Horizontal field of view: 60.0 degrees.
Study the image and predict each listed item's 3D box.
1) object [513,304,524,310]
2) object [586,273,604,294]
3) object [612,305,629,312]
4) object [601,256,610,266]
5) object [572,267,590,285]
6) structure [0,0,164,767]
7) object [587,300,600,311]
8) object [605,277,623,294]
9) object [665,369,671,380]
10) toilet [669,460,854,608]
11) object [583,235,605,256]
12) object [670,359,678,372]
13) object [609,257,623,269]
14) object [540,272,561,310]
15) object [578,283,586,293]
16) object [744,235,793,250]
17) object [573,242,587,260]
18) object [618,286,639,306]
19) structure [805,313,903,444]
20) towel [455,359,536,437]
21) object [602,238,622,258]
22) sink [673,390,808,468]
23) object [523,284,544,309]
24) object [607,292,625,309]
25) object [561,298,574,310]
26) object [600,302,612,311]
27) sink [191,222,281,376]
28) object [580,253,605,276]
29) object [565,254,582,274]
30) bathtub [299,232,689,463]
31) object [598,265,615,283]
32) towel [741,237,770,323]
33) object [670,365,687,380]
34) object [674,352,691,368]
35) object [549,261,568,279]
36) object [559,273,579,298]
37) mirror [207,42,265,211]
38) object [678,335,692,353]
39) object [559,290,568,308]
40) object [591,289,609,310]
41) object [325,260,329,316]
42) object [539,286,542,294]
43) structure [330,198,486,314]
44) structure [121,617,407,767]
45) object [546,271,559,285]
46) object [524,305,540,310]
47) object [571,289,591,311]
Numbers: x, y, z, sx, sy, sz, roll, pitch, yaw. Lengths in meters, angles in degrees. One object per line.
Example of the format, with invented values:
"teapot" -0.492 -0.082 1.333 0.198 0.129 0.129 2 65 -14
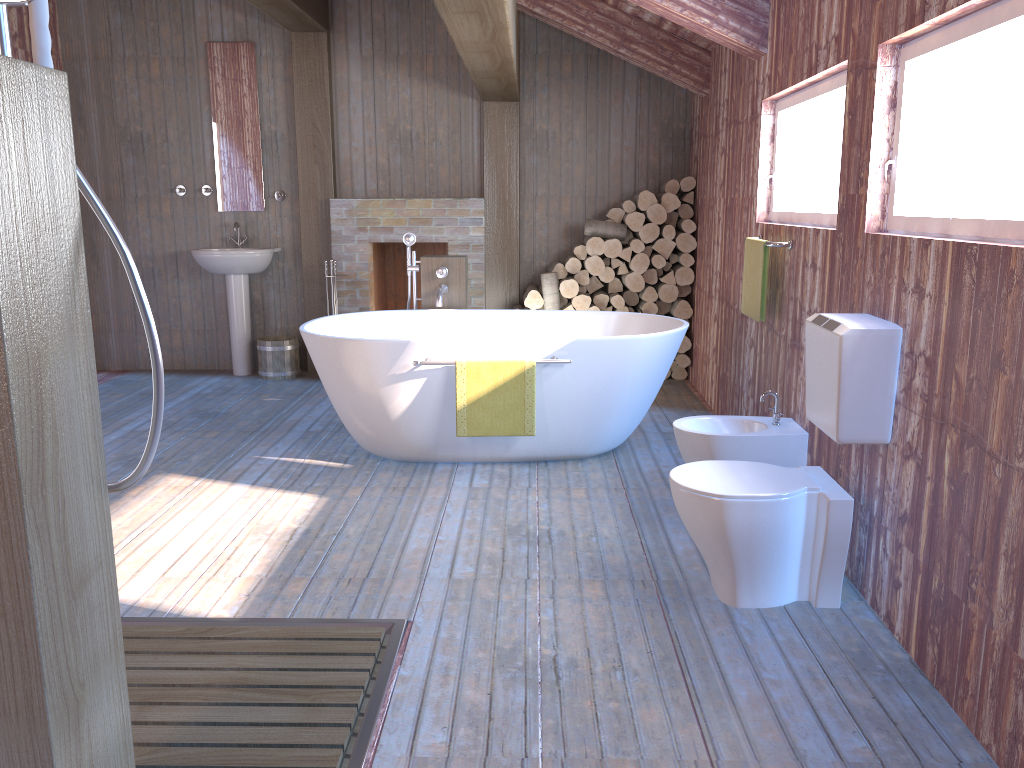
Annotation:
"object" 0.050 -0.524 6.537 0.101 0.103 0.242 0 11 2
"object" 0.601 -0.749 6.523 0.128 0.150 0.323 0 11 2
"object" 0.782 -0.528 6.469 0.111 0.113 0.301 0 11 0
"object" 0.672 -0.887 6.378 0.057 0.061 0.156 0 11 1
"object" 0.498 -0.783 6.430 0.111 0.113 0.301 0 11 1
"structure" -0.831 -0.130 1.513 0.328 2.209 0.522 4 12 22
"object" 0.580 -0.544 6.463 0.098 0.100 0.437 0 11 0
"object" 0.750 -0.735 6.524 0.104 0.127 0.321 0 11 2
"object" 1.095 -0.108 6.587 0.116 0.117 0.289 0 11 -1
"toilet" 0.779 0.495 2.909 0.534 0.400 0.375 0 11 2
"object" 0.590 -1.004 6.376 0.135 0.145 0.439 0 11 2
"object" 1.170 -0.157 6.583 0.085 0.086 0.278 0 11 -1
"object" 0.748 -0.881 6.393 0.088 0.092 0.280 0 11 2
"object" 0.274 -0.642 6.280 0.147 0.298 0.109 1 12 4
"object" 0.504 -0.703 6.446 0.064 0.068 0.174 0 11 1
"object" 1.150 -0.646 4.032 0.091 0.043 0.581 0 11 2
"object" 0.493 -0.958 6.393 0.106 0.112 0.282 0 11 2
"object" 0.857 -0.650 6.539 0.116 0.118 0.289 0 11 -1
"structure" 1.054 -0.027 2.789 0.182 0.363 0.358 0 11 2
"towel" -0.075 0.066 4.093 0.370 0.361 0.032 -1 11 -2
"object" 0.705 -0.990 6.376 0.138 0.147 0.440 0 11 2
"sink" 0.920 0.280 3.662 0.515 0.517 0.335 0 11 2
"object" 0.154 -0.639 6.468 0.139 0.137 0.455 0 11 0
"object" 0.743 -0.621 6.446 0.098 0.100 0.437 0 11 0
"object" 0.376 -0.523 6.501 0.155 0.174 0.483 0 11 0
"object" 0.672 -0.543 6.467 0.086 0.089 0.279 0 11 -1
"sink" -2.040 -0.617 6.558 0.582 1.143 0.475 0 11 1
"object" 0.578 -0.869 6.398 0.141 0.143 0.437 0 11 0
"object" 0.439 -0.867 6.397 0.115 0.123 0.291 0 11 2
"bathtub" -0.110 -0.209 4.621 1.935 1.109 1.460 5 12 23
"object" 0.675 -0.805 6.407 0.115 0.123 0.291 0 11 2
"towel" 1.115 -0.483 4.071 0.032 0.361 0.370 0 11 2
"object" 1.217 -0.112 6.596 0.114 0.113 0.301 0 11 -1
"object" 1.228 -0.212 6.520 0.102 0.109 0.438 0 11 2
"object" 0.337 -0.832 6.456 0.114 0.113 0.301 0 11 -1
"object" 0.409 -0.717 6.436 0.138 0.147 0.440 0 11 2
"mirror" -2.024 -1.879 6.513 0.350 1.199 0.009 0 11 1
"object" 1.206 -0.335 6.499 0.147 0.152 0.439 0 11 2
"object" 0.348 -0.639 6.548 0.121 0.124 0.291 0 11 2
"object" 0.640 -0.619 6.453 0.114 0.120 0.303 0 11 2
"object" -1.387 -0.472 6.414 0.136 0.846 0.062 -4 12 -17
"object" 0.249 -0.682 6.556 0.099 0.093 0.280 0 11 2
"structure" -0.758 -0.717 6.646 1.130 1.330 0.226 0 11 1
"structure" -0.834 0.853 2.267 1.000 0.067 1.000 0 11 1
"object" 0.291 -0.763 6.541 0.108 0.113 0.302 0 11 2
"object" 0.149 -0.509 6.483 0.137 0.133 0.437 0 11 0
"object" 0.497 -0.613 6.471 0.139 0.148 0.458 0 11 2
